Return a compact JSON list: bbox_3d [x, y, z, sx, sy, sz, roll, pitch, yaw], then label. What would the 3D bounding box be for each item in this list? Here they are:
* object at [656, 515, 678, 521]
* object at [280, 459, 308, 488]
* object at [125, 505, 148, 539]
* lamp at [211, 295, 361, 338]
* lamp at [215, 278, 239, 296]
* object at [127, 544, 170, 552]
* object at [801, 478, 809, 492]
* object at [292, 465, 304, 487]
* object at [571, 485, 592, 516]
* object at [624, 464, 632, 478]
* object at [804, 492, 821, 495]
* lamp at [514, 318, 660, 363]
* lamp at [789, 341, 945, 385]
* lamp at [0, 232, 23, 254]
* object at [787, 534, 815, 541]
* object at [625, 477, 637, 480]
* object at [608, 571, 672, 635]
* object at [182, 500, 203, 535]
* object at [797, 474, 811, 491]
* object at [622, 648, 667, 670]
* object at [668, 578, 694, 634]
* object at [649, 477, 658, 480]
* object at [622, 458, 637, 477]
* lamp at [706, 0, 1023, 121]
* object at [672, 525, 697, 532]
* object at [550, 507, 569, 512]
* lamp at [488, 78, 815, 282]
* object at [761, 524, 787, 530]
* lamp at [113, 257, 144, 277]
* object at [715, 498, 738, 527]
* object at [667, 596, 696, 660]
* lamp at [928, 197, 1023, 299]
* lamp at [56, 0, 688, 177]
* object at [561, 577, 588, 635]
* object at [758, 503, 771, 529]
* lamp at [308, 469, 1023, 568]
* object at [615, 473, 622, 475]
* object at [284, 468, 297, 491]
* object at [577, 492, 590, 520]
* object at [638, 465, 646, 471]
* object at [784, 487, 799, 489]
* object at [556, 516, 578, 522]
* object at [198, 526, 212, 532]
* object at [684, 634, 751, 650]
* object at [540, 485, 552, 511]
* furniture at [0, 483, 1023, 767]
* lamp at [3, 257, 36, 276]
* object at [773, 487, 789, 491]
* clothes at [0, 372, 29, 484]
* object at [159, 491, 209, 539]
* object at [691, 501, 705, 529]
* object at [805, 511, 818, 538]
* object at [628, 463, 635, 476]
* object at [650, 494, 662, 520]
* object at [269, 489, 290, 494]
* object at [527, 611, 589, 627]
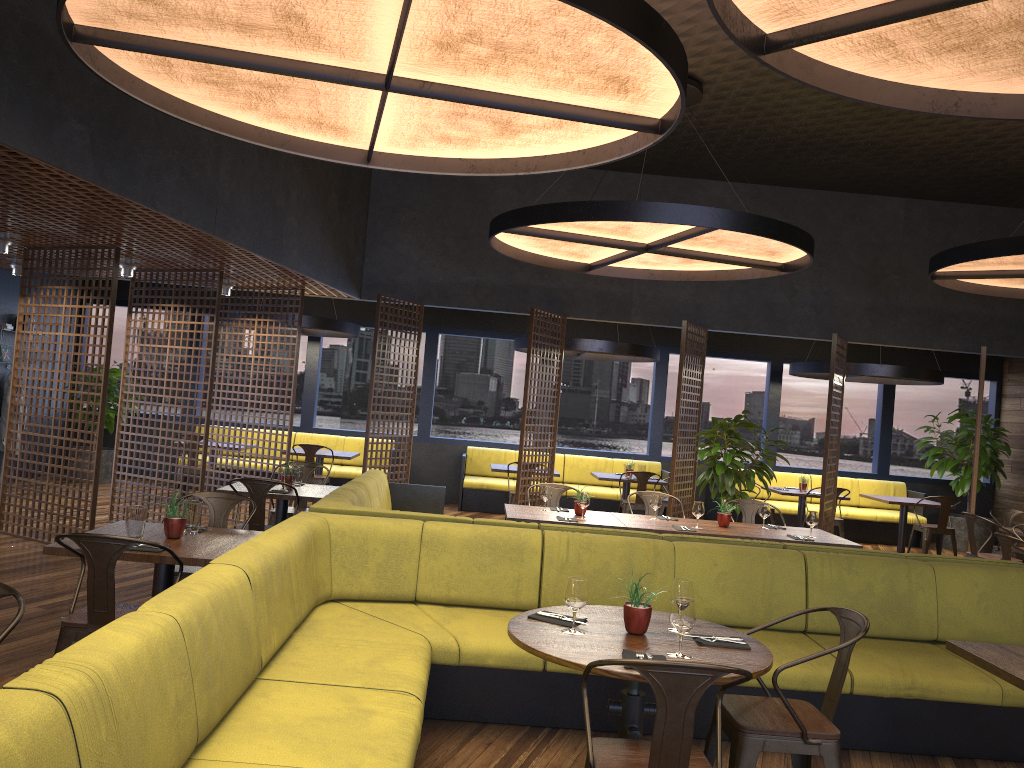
[{"bbox_3d":[1.303,1.123,7.429,0.157,0.019,0.255,5,-1,-1],"label":"object"},{"bbox_3d":[-1.843,0.727,7.341,0.260,0.271,0.238,5,-1,0],"label":"object"},{"bbox_3d":[-1.897,0.706,4.468,0.102,0.178,0.102,5,-1,-16],"label":"object"},{"bbox_3d":[-2.962,-1.811,11.987,1.979,2.172,1.979,5,-1,5],"label":"lamp"},{"bbox_3d":[-3.149,-1.064,9.742,0.228,0.172,0.228,5,-1,-2],"label":"lamp"},{"bbox_3d":[-1.814,0.790,4.325,0.255,0.019,0.157,5,-1,-2],"label":"object"},{"bbox_3d":[3.903,1.355,11.823,0.102,0.178,0.102,5,-1,-16],"label":"object"},{"bbox_3d":[-1.821,0.780,7.514,0.102,0.178,0.102,4,-1,14],"label":"object"},{"bbox_3d":[0.551,0.924,7.173,0.238,0.271,0.260,4,-1,20],"label":"object"},{"bbox_3d":[1.533,1.154,11.756,0.102,0.178,0.102,5,-1,-16],"label":"object"},{"bbox_3d":[3.953,1.435,11.664,0.255,0.019,0.157,5,-1,-2],"label":"object"},{"bbox_3d":[1.098,-1.468,12.104,1.979,2.172,1.979,4,-2,43],"label":"lamp"},{"bbox_3d":[4.930,-1.146,12.215,1.979,2.172,1.979,5,-1,-17],"label":"lamp"},{"bbox_3d":[-4.388,-1.215,7.623,0.228,0.172,0.228,5,-1,-2],"label":"lamp"},{"bbox_3d":[2.233,1.189,6.890,0.157,0.019,0.255,5,-1,-1],"label":"object"},{"bbox_3d":[1.582,1.235,11.597,0.255,0.019,0.157,5,-1,-2],"label":"object"},{"bbox_3d":[0.486,0.837,3.468,0.238,0.271,0.260,4,-1,20],"label":"object"},{"bbox_3d":[-1.738,0.727,4.808,0.102,0.178,0.102,5,-1,-16],"label":"object"},{"bbox_3d":[3.938,1.315,11.997,0.238,0.271,0.260,4,-1,20],"label":"object"},{"bbox_3d":[0.464,0.957,3.094,0.157,0.019,0.255,5,-1,5],"label":"object"},{"bbox_3d":[0.683,0.892,3.576,0.097,0.206,0.097,4,-2,37],"label":"object"},{"bbox_3d":[1.883,1.267,11.912,0.157,0.019,0.255,5,-1,-2],"label":"object"},{"bbox_3d":[1.590,1.117,11.933,0.238,0.271,0.260,4,-1,20],"label":"object"},{"bbox_3d":[1.994,-1.911,2.446,2.778,1.475,2.778,6,-2,-42],"label":"lamp"},{"bbox_3d":[1.328,1.112,6.864,0.157,0.019,0.255,5,-1,-1],"label":"object"},{"bbox_3d":[0.398,1.046,7.403,0.157,0.019,0.255,5,-1,-1],"label":"object"},{"bbox_3d":[1.239,-1.857,7.790,2.778,1.475,2.778,5,-1,-1],"label":"lamp"},{"bbox_3d":[2.208,1.199,7.455,0.157,0.019,0.255,5,-1,-1],"label":"object"},{"bbox_3d":[-3.758,-1.139,8.668,0.228,0.172,0.228,5,-1,-2],"label":"lamp"},{"bbox_3d":[1.720,1.023,7.207,0.238,0.271,0.260,4,-1,20],"label":"object"},{"bbox_3d":[0.613,0.877,3.198,0.097,0.206,0.097,4,-1,23],"label":"object"},{"bbox_3d":[5.256,-1.596,7.829,2.778,1.362,2.778,6,-2,-37],"label":"lamp"},{"bbox_3d":[-0.532,-2.085,4.196,2.778,1.475,2.778,5,-1,2],"label":"lamp"},{"bbox_3d":[0.243,0.851,3.410,0.097,0.206,0.097,4,-2,40],"label":"object"},{"bbox_3d":[2.088,1.092,7.340,0.097,0.206,0.097,4,-2,44],"label":"object"},{"bbox_3d":[-1.348,0.295,6.672,9.057,2.714,3.017,5,-1,-2],"label":"lamp"},{"bbox_3d":[1.555,1.247,12.260,0.255,0.019,0.157,5,-1,-2],"label":"object"},{"bbox_3d":[-1.802,0.774,7.194,0.102,0.178,0.102,5,-1,4],"label":"object"},{"bbox_3d":[0.559,0.956,6.957,0.097,0.206,0.097,4,-2,44],"label":"object"},{"bbox_3d":[1.733,1.173,11.858,0.102,0.178,0.102,5,-1,-16],"label":"object"},{"bbox_3d":[3.925,1.448,12.327,0.255,0.019,0.157,5,-1,-2],"label":"object"},{"bbox_3d":[0.423,1.036,6.838,0.157,0.019,0.255,5,-1,-1],"label":"object"},{"bbox_3d":[-1.801,0.805,4.963,0.255,0.019,0.157,5,-1,-2],"label":"object"},{"bbox_3d":[0.788,0.992,3.441,0.255,0.019,0.157,5,-1,1],"label":"object"},{"bbox_3d":[0.278,0.939,7.288,0.097,0.206,0.097,4,-2,44],"label":"object"},{"bbox_3d":[0.808,1.327,4.309,4.895,0.914,7.462,5,-1,-7],"label":"furniture"},{"bbox_3d":[-5.270,-1.248,9.480,0.228,0.172,0.228,5,-1,-2],"label":"lamp"},{"bbox_3d":[3.637,1.416,12.012,0.157,0.019,0.255,5,-1,-2],"label":"object"},{"bbox_3d":[-6.528,0.582,11.649,0.401,1.494,0.423,5,-1,-6],"label":"clothes"},{"bbox_3d":[-1.761,0.675,4.665,0.260,0.271,0.238,5,-1,0],"label":"object"},{"bbox_3d":[1.464,1.032,6.983,0.097,0.206,0.097,4,-2,44],"label":"object"},{"bbox_3d":[2.369,1.109,7.009,0.097,0.206,0.097,4,-2,44],"label":"object"},{"bbox_3d":[1.617,1.169,12.105,0.102,0.178,0.102,5,-1,-16],"label":"object"},{"bbox_3d":[1.183,1.016,7.314,0.097,0.206,0.097,4,-2,44],"label":"object"},{"bbox_3d":[-1.896,0.843,7.031,0.255,0.019,0.157,5,-1,-2],"label":"object"},{"bbox_3d":[0.204,0.946,3.579,0.255,0.019,0.157,4,-1,31],"label":"object"}]
